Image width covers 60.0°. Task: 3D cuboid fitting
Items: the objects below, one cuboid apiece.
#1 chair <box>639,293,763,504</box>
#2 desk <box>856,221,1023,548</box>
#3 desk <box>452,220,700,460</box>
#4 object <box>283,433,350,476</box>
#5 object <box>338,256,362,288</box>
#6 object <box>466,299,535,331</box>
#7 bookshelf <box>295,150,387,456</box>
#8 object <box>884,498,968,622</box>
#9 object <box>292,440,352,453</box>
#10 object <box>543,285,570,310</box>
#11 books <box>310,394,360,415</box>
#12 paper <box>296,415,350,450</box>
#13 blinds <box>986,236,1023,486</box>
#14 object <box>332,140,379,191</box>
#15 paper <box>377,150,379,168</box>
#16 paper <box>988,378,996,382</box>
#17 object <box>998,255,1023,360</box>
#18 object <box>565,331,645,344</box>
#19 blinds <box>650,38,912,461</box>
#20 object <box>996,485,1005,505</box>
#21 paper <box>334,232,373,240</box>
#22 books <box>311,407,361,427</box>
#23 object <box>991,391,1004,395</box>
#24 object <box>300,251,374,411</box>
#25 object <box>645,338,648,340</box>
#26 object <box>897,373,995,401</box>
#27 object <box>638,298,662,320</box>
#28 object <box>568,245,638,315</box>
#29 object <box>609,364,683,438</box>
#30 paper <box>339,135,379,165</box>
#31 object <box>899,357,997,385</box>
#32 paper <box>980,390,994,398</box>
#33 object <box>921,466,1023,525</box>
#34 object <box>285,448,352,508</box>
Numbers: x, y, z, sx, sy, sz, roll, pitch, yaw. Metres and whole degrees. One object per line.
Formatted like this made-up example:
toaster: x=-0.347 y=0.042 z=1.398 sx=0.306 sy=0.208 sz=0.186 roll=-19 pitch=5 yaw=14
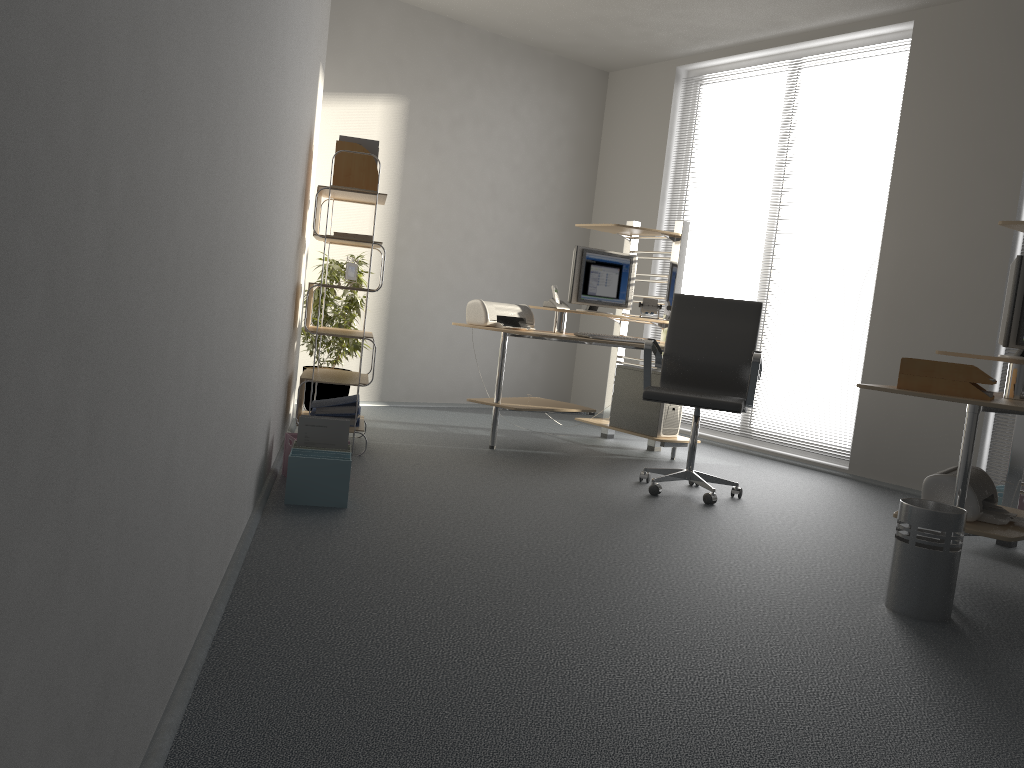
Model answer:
chair: x=0.986 y=0.056 z=4.658 sx=0.584 sy=1.048 sz=0.652 roll=8 pitch=5 yaw=18
desk: x=2.166 y=0.038 z=3.410 sx=1.469 sy=1.566 sz=0.967 roll=2 pitch=6 yaw=-38
desk: x=0.489 y=-0.346 z=5.612 sx=1.469 sy=1.566 sz=0.967 roll=2 pitch=6 yaw=-38
object: x=-0.888 y=0.340 z=4.015 sx=0.245 sy=0.202 sz=0.185 roll=4 pitch=6 yaw=-29
object: x=-0.880 y=-0.614 z=4.866 sx=0.077 sy=0.161 sz=0.192 roll=7 pitch=5 yaw=8
object: x=-0.015 y=-0.425 z=5.519 sx=0.351 sy=0.162 sz=0.438 roll=11 pitch=7 yaw=44
bookshelf: x=-0.923 y=-0.438 z=4.886 sx=0.381 sy=1.572 sz=0.724 roll=5 pitch=5 yaw=-10
object: x=1.402 y=0.596 z=3.010 sx=0.208 sy=0.377 sz=0.208 roll=7 pitch=5 yaw=6
object: x=-0.821 y=0.367 z=3.800 sx=0.245 sy=0.202 sz=0.185 roll=5 pitch=5 yaw=-11
object: x=0.294 y=-0.565 z=5.737 sx=0.119 sy=0.151 sz=0.150 roll=10 pitch=6 yaw=38
books: x=-0.979 y=0.113 z=4.923 sx=0.263 sy=0.100 sz=0.320 roll=6 pitch=5 yaw=-10
paper: x=-0.815 y=0.295 z=3.808 sx=0.220 sy=0.306 sz=0.068 roll=5 pitch=5 yaw=-11
blinds: x=3.507 y=-0.593 z=4.324 sx=0.022 sy=2.770 sz=1.950 roll=2 pitch=6 yaw=-38
object: x=-0.832 y=-1.150 z=4.758 sx=0.243 sy=0.259 sz=0.113 roll=5 pitch=5 yaw=-12
paper: x=-0.873 y=-1.198 z=5.020 sx=0.213 sy=0.297 sz=0.045 roll=6 pitch=5 yaw=-7
paper: x=1.622 y=-0.032 z=3.293 sx=0.297 sy=0.010 sz=0.210 roll=9 pitch=6 yaw=31
object: x=2.253 y=-0.307 z=3.785 sx=0.516 sy=0.418 sz=0.245 roll=5 pitch=5 yaw=-16
object: x=0.493 y=-0.296 z=5.752 sx=0.478 sy=0.082 sz=0.814 roll=3 pitch=6 yaw=-30
blinds: x=1.825 y=-0.978 z=6.531 sx=0.037 sy=2.749 sz=1.950 roll=2 pitch=6 yaw=-38
object: x=2.699 y=0.671 z=4.799 sx=0.245 sy=0.202 sz=0.185 roll=2 pitch=6 yaw=-37
paper: x=-0.886 y=-0.810 z=4.950 sx=0.213 sy=0.046 sz=0.297 roll=5 pitch=5 yaw=-11
books: x=-0.975 y=0.168 z=4.930 sx=0.262 sy=0.072 sz=0.320 roll=6 pitch=5 yaw=-10
object: x=2.130 y=0.084 z=3.539 sx=0.478 sy=0.082 sz=0.814 roll=3 pitch=6 yaw=-30
object: x=-1.201 y=-0.351 z=6.022 sx=0.544 sy=1.147 sz=0.644 roll=6 pitch=5 yaw=-9
object: x=0.746 y=-0.291 z=5.982 sx=0.168 sy=0.088 sz=0.742 roll=3 pitch=6 yaw=-35
object: x=1.617 y=0.007 z=3.297 sx=0.309 sy=0.060 sz=0.225 roll=9 pitch=6 yaw=31
object: x=0.929 y=-0.508 z=5.980 sx=0.154 sy=0.135 sz=0.093 roll=6 pitch=5 yaw=-1
object: x=0.588 y=-0.688 z=5.969 sx=0.516 sy=0.418 sz=0.245 roll=4 pitch=5 yaw=-23
object: x=0.905 y=0.111 z=5.910 sx=0.199 sy=0.422 sz=0.471 roll=2 pitch=6 yaw=-38
paper: x=-0.836 y=-1.172 z=4.775 sx=0.213 sy=0.297 sz=0.045 roll=5 pitch=5 yaw=-12
object: x=1.623 y=-0.049 z=3.292 sx=0.309 sy=0.060 sz=0.225 roll=9 pitch=6 yaw=31
paper: x=1.616 y=0.019 z=3.298 sx=0.297 sy=0.019 sz=0.210 roll=9 pitch=6 yaw=31
object: x=1.791 y=0.422 z=3.373 sx=0.351 sy=0.162 sz=0.438 roll=10 pitch=6 yaw=36
object: x=-0.787 y=0.387 z=3.619 sx=0.245 sy=0.202 sz=0.185 roll=5 pitch=5 yaw=-11
